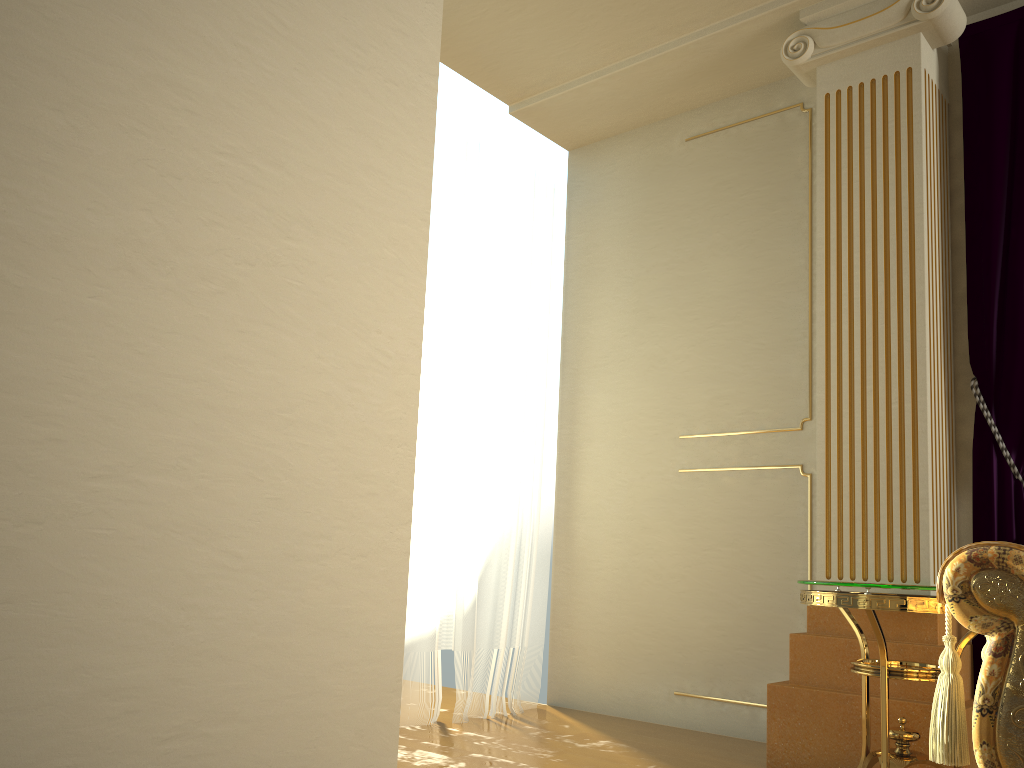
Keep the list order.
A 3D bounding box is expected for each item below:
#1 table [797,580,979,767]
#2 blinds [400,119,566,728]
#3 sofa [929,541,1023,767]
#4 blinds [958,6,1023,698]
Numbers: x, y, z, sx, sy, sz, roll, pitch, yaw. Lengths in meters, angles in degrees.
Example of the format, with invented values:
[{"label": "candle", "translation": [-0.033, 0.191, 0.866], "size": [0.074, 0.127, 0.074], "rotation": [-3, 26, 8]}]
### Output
[{"label": "table", "translation": [1.115, 0.897, 2.528], "size": [0.571, 0.636, 0.577], "rotation": [3, -9, -4]}, {"label": "blinds", "translation": [-0.459, 0.073, 3.439], "size": [0.164, 2.480, 2.182], "rotation": [-5, -12, 43]}, {"label": "sofa", "translation": [1.777, 0.589, 1.459], "size": [1.899, 0.862, 0.699], "rotation": [-7, -13, 40]}, {"label": "blinds", "translation": [2.392, -0.095, 2.344], "size": [2.242, 2.626, 0.341], "rotation": [-6, -11, 41]}]
